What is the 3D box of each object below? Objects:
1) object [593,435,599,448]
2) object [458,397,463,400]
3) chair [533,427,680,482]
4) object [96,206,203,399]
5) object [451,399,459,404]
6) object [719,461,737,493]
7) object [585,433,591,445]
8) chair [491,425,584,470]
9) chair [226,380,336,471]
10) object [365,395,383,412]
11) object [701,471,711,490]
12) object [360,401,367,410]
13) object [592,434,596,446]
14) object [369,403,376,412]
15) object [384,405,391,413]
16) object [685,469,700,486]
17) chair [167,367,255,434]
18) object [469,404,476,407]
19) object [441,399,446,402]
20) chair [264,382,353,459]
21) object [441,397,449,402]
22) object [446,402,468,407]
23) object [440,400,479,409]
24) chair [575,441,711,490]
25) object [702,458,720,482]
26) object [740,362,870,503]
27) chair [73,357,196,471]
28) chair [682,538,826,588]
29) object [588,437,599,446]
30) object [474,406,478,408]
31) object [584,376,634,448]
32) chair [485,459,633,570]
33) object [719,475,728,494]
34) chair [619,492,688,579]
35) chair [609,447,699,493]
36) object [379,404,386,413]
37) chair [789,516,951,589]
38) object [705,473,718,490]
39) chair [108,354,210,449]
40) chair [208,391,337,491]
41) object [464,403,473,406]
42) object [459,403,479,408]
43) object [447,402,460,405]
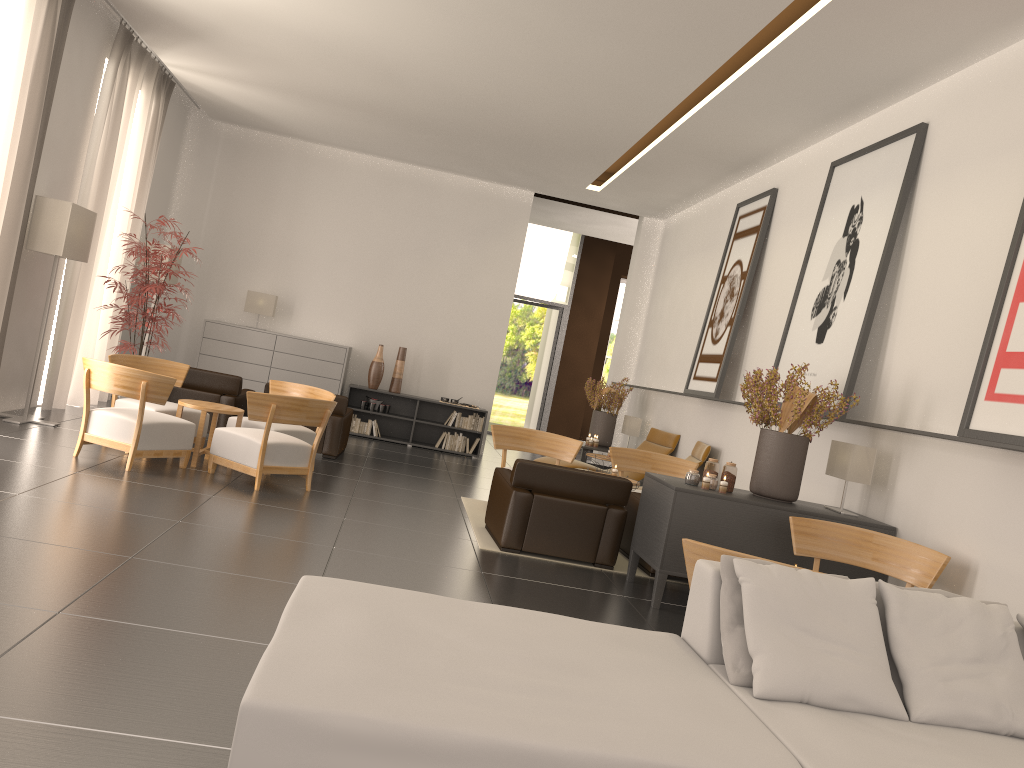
[{"bbox_3d":[1.747,1.181,18.347,0.104,0.254,0.104,11,0,43],"label":"object"},{"bbox_3d":[-1.238,0.353,20.032,0.261,0.152,0.086,11,0,-39],"label":"object"},{"bbox_3d":[1.754,1.432,16.827,2.418,1.486,1.301,11,0,-17],"label":"chair"},{"bbox_3d":[-5.832,-0.982,13.924,1.487,3.398,1.773,11,0,-22],"label":"object"},{"bbox_3d":[-1.291,0.395,19.996,0.188,0.082,0.188,11,1,7],"label":"object"},{"bbox_3d":[2.316,0.987,9.473,0.158,0.325,0.157,11,0,30],"label":"object"},{"bbox_3d":[1.599,1.150,18.428,0.108,0.254,0.109,11,0,-42],"label":"object"},{"bbox_3d":[0.311,1.330,13.162,1.451,1.227,1.151,11,0,-7],"label":"chair"},{"bbox_3d":[-3.464,0.596,13.235,1.454,1.227,1.149,11,0,33],"label":"chair"},{"bbox_3d":[-3.060,0.436,19.602,0.414,0.309,0.142,11,0,8],"label":"object"},{"bbox_3d":[2.031,1.004,9.250,0.076,0.187,0.076,11,0,10],"label":"object"},{"bbox_3d":[-3.258,0.466,19.443,0.135,0.179,0.136,11,0,-6],"label":"object"},{"bbox_3d":[1.715,1.173,18.468,0.104,0.254,0.104,11,0,43],"label":"object"},{"bbox_3d":[-3.054,0.507,19.393,0.135,0.179,0.136,11,0,-6],"label":"object"},{"bbox_3d":[-2.773,0.558,19.663,0.135,0.179,0.136,11,0,-1],"label":"object"},{"bbox_3d":[1.927,0.996,9.457,0.157,0.158,0.158,11,0,-34],"label":"object"},{"bbox_3d":[-5.359,0.259,15.325,1.537,1.076,1.500,11,1,-7],"label":"chair"},{"bbox_3d":[-0.951,0.464,19.889,0.014,0.015,0.515,11,1,-38],"label":"object"},{"bbox_3d":[-1.526,0.374,19.759,0.112,0.040,0.033,12,1,38],"label":"object"},{"bbox_3d":[-3.619,0.598,15.537,1.537,1.076,1.500,11,1,-7],"label":"chair"},{"bbox_3d":[-1.510,0.352,19.973,0.188,0.082,0.187,12,1,44],"label":"object"},{"bbox_3d":[-1.218,0.450,19.623,0.514,0.015,0.014,11,0,-9],"label":"object"},{"bbox_3d":[-1.178,0.464,19.818,0.893,0.003,0.671,11,1,-4],"label":"object"},{"bbox_3d":[1.972,1.504,14.984,2.421,1.486,1.299,11,0,3],"label":"chair"},{"bbox_3d":[2.149,0.952,9.564,0.157,0.325,0.158,11,0,-15],"label":"object"},{"bbox_3d":[3.205,0.534,9.685,1.422,1.554,1.436,11,0,6],"label":"object"},{"bbox_3d":[-4.722,0.381,11.150,1.453,1.227,1.149,11,0,18],"label":"chair"},{"bbox_3d":[1.789,1.744,5.959,1.453,1.227,1.149,11,0,18],"label":"chair"},{"bbox_3d":[1.696,1.204,18.329,0.207,0.187,0.111,11,0,-20],"label":"object"},{"bbox_3d":[-0.802,0.518,19.668,0.112,0.040,0.034,11,0,-18],"label":"object"},{"bbox_3d":[1.944,0.547,18.968,0.929,1.554,1.584,11,0,21],"label":"object"},{"bbox_3d":[0.554,1.492,10.838,1.537,1.076,1.500,11,1,-7],"label":"chair"},{"bbox_3d":[2.197,1.038,9.194,0.080,0.187,0.080,11,0,3],"label":"object"},{"bbox_3d":[2.294,1.831,11.051,1.537,1.076,1.500,11,1,-7],"label":"chair"},{"bbox_3d":[2.122,1.683,13.383,1.451,1.227,1.151,11,0,-7],"label":"chair"},{"bbox_3d":[-2.855,0.545,19.445,0.135,0.179,0.135,11,0,-36],"label":"object"},{"bbox_3d":[3.047,1.959,8.043,1.454,1.227,1.149,11,0,33],"label":"chair"},{"bbox_3d":[2.095,1.031,9.365,0.157,0.158,0.158,11,0,-34],"label":"object"},{"bbox_3d":[-5.105,0.281,12.765,1.152,1.227,1.450,11,0,28],"label":"chair"},{"bbox_3d":[-3.131,0.688,11.562,1.153,1.227,1.449,11,0,38],"label":"chair"},{"bbox_3d":[-0.983,0.459,19.846,0.014,0.015,0.515,11,1,-30],"label":"object"},{"bbox_3d":[-0.962,0.486,19.877,0.406,0.034,0.292,12,1,41],"label":"object"},{"bbox_3d":[-1.289,0.436,19.654,0.514,0.015,0.014,11,0,-15],"label":"object"}]
